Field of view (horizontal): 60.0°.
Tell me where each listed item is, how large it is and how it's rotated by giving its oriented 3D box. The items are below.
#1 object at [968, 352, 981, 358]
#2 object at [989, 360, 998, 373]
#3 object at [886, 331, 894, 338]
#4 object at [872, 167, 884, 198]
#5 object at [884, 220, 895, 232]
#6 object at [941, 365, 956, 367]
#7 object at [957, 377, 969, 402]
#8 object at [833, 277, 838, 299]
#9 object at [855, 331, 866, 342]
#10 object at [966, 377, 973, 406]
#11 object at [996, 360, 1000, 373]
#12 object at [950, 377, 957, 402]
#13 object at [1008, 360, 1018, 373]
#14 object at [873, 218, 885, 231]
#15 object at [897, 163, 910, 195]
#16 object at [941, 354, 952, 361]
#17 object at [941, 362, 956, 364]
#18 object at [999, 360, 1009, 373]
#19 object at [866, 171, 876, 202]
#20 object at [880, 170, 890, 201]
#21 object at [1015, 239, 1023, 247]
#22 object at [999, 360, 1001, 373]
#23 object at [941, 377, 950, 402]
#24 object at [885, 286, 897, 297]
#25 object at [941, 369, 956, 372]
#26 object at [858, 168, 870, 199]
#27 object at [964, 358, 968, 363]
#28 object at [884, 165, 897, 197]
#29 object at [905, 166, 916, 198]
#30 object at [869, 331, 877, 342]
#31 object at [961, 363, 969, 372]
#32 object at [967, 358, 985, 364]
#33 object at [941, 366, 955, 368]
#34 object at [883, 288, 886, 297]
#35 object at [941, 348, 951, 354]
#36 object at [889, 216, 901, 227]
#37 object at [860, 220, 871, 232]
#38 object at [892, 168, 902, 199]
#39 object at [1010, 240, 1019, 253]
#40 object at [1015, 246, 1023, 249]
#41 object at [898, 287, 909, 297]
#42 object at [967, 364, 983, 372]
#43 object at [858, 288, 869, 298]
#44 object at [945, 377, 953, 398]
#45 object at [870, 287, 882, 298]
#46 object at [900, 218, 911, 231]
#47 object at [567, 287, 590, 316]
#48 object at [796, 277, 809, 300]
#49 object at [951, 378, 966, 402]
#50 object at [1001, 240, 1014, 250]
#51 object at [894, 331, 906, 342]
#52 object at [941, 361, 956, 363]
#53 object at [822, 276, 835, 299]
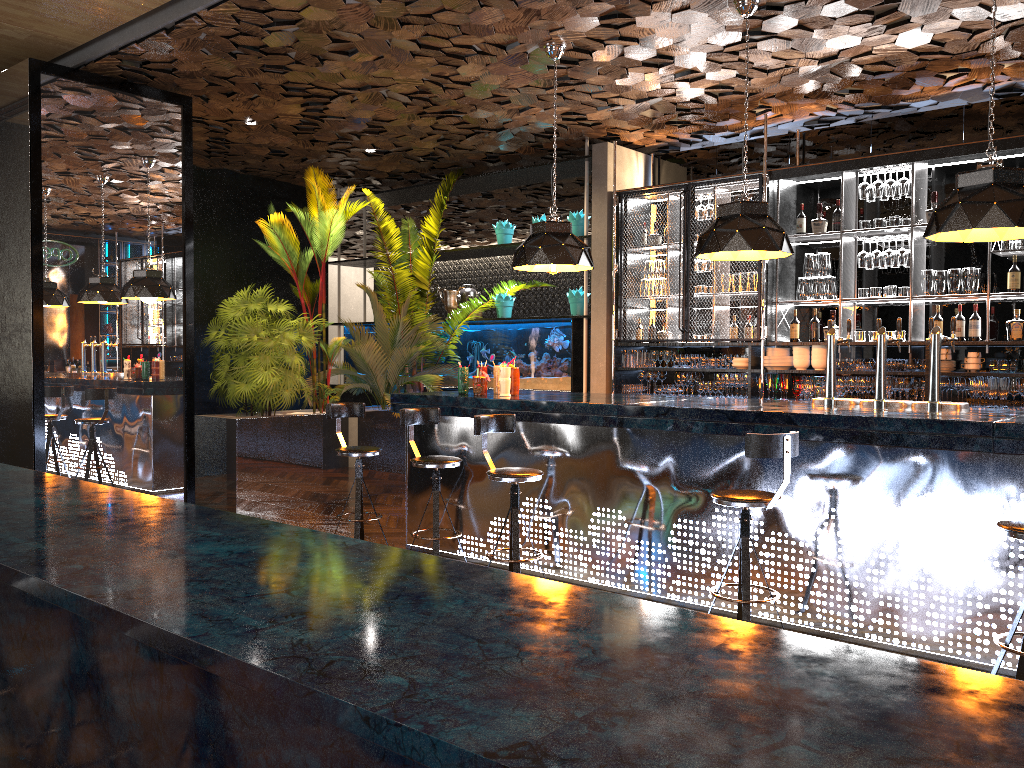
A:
[{"bbox_3d":[3.564,-0.214,6.839,0.094,0.068,0.106,2,2,40],"label":"object"},{"bbox_3d":[3.633,-0.133,6.689,0.067,0.099,0.058,0,2,-4],"label":"object"},{"bbox_3d":[3.151,-0.394,7.411,0.089,0.092,0.089,-1,2,-39],"label":"object"},{"bbox_3d":[3.026,-1.667,7.331,0.092,0.244,0.092,0,2,1],"label":"object"},{"bbox_3d":[3.178,-1.331,7.460,0.089,0.092,0.089,-1,2,-39],"label":"object"},{"bbox_3d":[3.418,-0.139,6.995,0.149,0.024,0.149,2,2,40],"label":"object"},{"bbox_3d":[3.549,0.062,6.981,0.108,0.227,0.108,0,2,5],"label":"object"},{"bbox_3d":[2.804,-0.832,7.781,0.105,0.209,0.105,0,2,-5],"label":"object"},{"bbox_3d":[2.938,-0.397,7.481,0.089,0.092,0.089,1,2,12],"label":"object"},{"bbox_3d":[3.628,0.060,7.074,0.108,0.227,0.108,0,2,-14],"label":"object"},{"bbox_3d":[3.676,-0.135,6.742,0.067,0.099,0.058,1,2,10],"label":"object"},{"bbox_3d":[3.542,0.057,7.147,0.108,0.227,0.108,0,2,-18],"label":"object"},{"bbox_3d":[3.802,-0.134,6.733,0.067,0.099,0.058,-1,2,-37],"label":"object"},{"bbox_3d":[3.061,-1.329,7.399,0.089,0.092,0.089,1,2,9],"label":"object"},{"bbox_3d":[3.180,-1.662,7.200,0.092,0.244,0.092,0,2,1],"label":"object"},{"bbox_3d":[3.419,-0.202,6.990,0.094,0.070,0.107,0,2,-19],"label":"object"},{"bbox_3d":[3.417,-0.159,6.994,0.149,0.025,0.149,0,2,3],"label":"object"},{"bbox_3d":[3.705,-0.133,6.680,0.058,0.099,0.067,0,2,-14],"label":"object"},{"bbox_3d":[3.049,-1.673,7.527,0.092,0.244,0.092,0,2,1],"label":"object"},{"bbox_3d":[3.133,-1.671,7.456,0.092,0.244,0.092,0,2,1],"label":"object"},{"bbox_3d":[3.843,-1.078,6.682,0.089,0.092,0.089,0,2,-8],"label":"object"},{"bbox_3d":[3.755,-0.136,6.801,0.058,0.099,0.067,2,3,43],"label":"object"},{"bbox_3d":[3.382,0.062,6.967,0.108,0.227,0.108,1,2,32],"label":"object"},{"bbox_3d":[3.109,-0.756,7.273,0.089,0.092,0.089,1,2,25],"label":"object"},{"bbox_3d":[3.418,-0.105,6.997,0.149,0.022,0.149,1,2,9],"label":"object"},{"bbox_3d":[2.942,-1.670,7.402,0.092,0.244,0.092,0,2,1],"label":"object"},{"bbox_3d":[3.594,-0.172,6.943,0.094,0.069,0.105,1,2,17],"label":"object"},{"bbox_3d":[3.101,-1.665,7.267,0.092,0.244,0.092,0,2,1],"label":"object"},{"bbox_3d":[3.287,-1.666,7.325,0.092,0.244,0.092,0,2,1],"label":"object"},{"bbox_3d":[3.020,-0.394,7.393,0.089,0.092,0.089,0,2,4],"label":"object"},{"bbox_3d":[3.590,-0.127,6.951,0.106,0.067,0.094,0,2,3],"label":"object"},{"bbox_3d":[3.573,-0.169,6.847,0.106,0.069,0.094,0,2,-8],"label":"object"},{"bbox_3d":[3.418,-0.127,6.996,0.149,0.023,0.149,1,2,25],"label":"object"},{"bbox_3d":[3.166,-0.762,7.452,0.089,0.092,0.089,0,2,-18],"label":"object"},{"bbox_3d":[3.411,-0.247,6.996,0.106,0.069,0.094,-2,3,-44],"label":"object"},{"bbox_3d":[3.138,-1.324,7.268,0.089,0.092,0.089,1,2,9],"label":"object"},{"bbox_3d":[2.984,-1.333,7.495,0.089,0.092,0.089,1,2,9],"label":"object"},{"bbox_3d":[3.208,-1.668,7.392,0.092,0.244,0.092,0,2,1],"label":"object"},{"bbox_3d":[3.893,-1.063,6.862,0.089,0.092,0.089,1,2,12],"label":"object"},{"bbox_3d":[3.842,-1.058,6.682,0.089,0.092,0.089,1,2,12],"label":"object"},{"bbox_3d":[3.262,-0.759,7.380,0.089,0.092,0.089,1,2,25],"label":"object"},{"bbox_3d":[3.573,-0.124,6.844,0.106,0.067,0.094,1,2,29],"label":"object"},{"bbox_3d":[2.980,-0.765,7.520,0.089,0.092,0.089,1,2,19],"label":"object"},{"bbox_3d":[3.462,0.059,7.054,0.108,0.227,0.108,1,2,20],"label":"object"},{"bbox_3d":[3.040,-0.761,7.412,0.089,0.092,0.089,1,2,19],"label":"object"},{"bbox_3d":[3.281,-1.328,7.388,0.089,0.092,0.089,1,2,9],"label":"object"},{"bbox_3d":[0.702,-0.864,9.342,0.265,0.325,0.245,2,2,34],"label":"object"},{"bbox_3d":[2.572,-0.836,7.849,0.105,0.209,0.105,0,2,-5],"label":"object"},{"bbox_3d":[3.470,0.065,6.893,0.108,0.227,0.108,1,2,11],"label":"object"},{"bbox_3d":[3.770,-1.060,6.752,0.089,0.092,0.089,-1,2,-24],"label":"object"},{"bbox_3d":[3.191,-0.390,7.294,0.089,0.092,0.089,-1,2,-39],"label":"object"},{"bbox_3d":[3.416,-0.171,6.995,0.148,0.026,0.149,-1,3,-43],"label":"object"},{"bbox_3d":[2.742,-0.830,7.688,0.105,0.209,0.105,0,2,-5],"label":"object"}]
